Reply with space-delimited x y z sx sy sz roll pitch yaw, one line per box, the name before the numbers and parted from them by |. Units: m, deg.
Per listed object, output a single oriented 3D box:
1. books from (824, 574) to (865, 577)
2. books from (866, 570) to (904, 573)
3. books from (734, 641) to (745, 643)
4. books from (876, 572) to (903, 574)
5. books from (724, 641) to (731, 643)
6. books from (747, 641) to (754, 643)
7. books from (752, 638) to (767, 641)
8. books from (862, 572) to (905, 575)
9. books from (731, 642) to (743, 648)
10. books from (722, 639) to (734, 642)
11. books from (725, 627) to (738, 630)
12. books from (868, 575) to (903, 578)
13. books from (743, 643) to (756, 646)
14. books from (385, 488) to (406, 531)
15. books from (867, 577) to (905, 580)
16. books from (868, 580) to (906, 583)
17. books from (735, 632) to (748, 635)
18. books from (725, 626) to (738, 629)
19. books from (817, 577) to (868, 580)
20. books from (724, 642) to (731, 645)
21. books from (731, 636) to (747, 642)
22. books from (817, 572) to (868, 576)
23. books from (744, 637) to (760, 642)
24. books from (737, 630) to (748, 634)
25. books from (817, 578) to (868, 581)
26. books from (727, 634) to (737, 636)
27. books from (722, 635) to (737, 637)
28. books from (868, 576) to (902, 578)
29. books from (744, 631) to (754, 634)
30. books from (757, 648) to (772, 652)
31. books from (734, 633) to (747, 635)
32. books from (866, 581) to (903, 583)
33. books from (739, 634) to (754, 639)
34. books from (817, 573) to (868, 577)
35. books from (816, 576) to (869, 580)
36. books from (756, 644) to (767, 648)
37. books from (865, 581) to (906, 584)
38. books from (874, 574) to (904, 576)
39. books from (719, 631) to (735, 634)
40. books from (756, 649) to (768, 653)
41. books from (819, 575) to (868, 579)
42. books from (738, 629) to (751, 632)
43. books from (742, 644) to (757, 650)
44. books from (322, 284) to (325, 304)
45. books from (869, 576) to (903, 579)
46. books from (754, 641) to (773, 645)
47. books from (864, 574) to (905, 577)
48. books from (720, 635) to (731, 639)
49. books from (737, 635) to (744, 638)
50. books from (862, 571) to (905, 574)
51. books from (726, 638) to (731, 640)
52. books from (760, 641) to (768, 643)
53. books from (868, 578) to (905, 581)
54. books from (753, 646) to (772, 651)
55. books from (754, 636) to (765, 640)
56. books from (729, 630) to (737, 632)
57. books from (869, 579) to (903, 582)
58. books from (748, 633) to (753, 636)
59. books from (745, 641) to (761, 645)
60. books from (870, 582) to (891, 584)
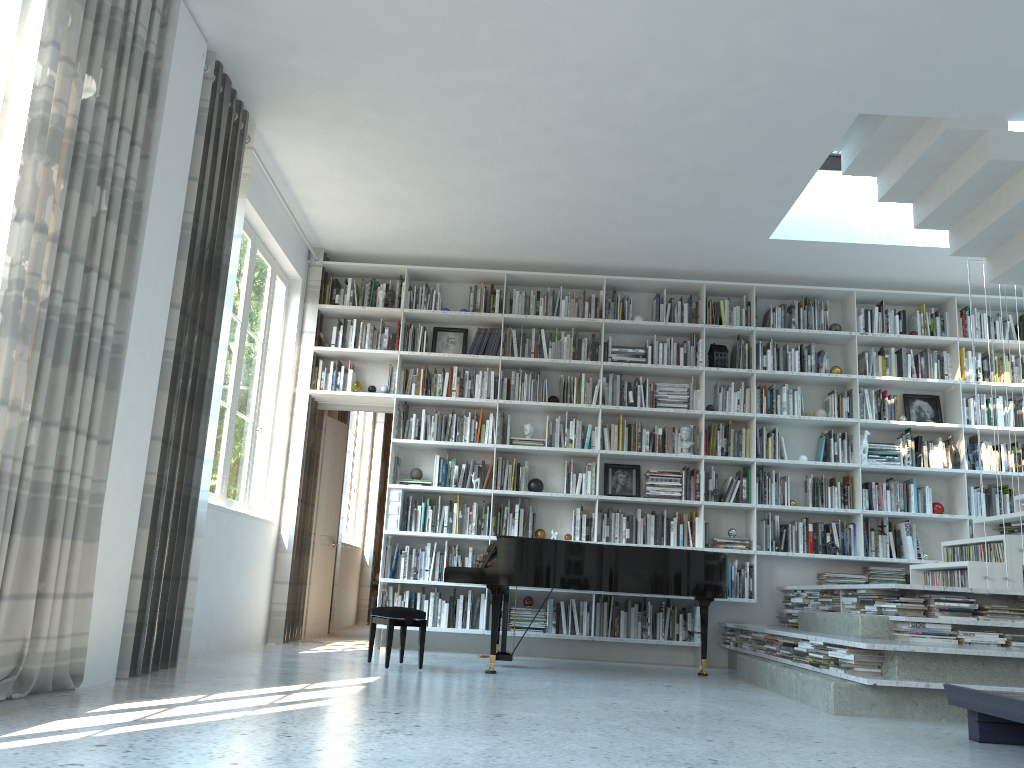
books | 2.652 1.545 7.133 0.308 0.008 0.195 3 -13 3
books | 2.988 1.510 7.133 0.254 0.005 0.161 4 -13 -4
books | 1.766 1.930 6.620 0.147 0.012 0.206 4 -13 -4
books | 2.987 1.521 7.133 0.254 0.005 0.161 2 -13 5
books | 1.761 2.013 6.903 0.155 0.009 0.233 4 -13 -4
books | 1.772 1.842 6.324 0.147 0.012 0.206 3 -13 2
books | 1.756 1.741 6.026 0.169 0.009 0.242 4 -13 -3
books | 2.984 1.525 7.131 0.285 0.005 0.160 4 -13 -3
books | 1.753 1.950 6.616 0.189 0.030 0.238 3 -13 1
books | 1.752 2.002 6.906 0.179 0.012 0.262 2 -13 4
books | 1.771 1.915 6.925 0.158 0.014 0.235 3 -13 -1
books | 2.983 1.548 7.133 0.254 0.005 0.161 3 -13 0
books | 1.759 1.861 6.319 0.172 0.014 0.221 3 -13 2
books | -0.944 1.032 7.208 0.106 0.339 0.307 3 -13 1
books | 2.985 1.565 7.132 0.285 0.007 0.160 3 -13 1
books | 2.983 1.583 7.116 0.285 0.007 0.160 4 -13 -4
books | 1.777 1.869 6.634 0.126 0.005 0.291 4 -13 -4
books | 1.765 1.904 6.927 0.157 0.007 0.269 2 -13 6
books | 2.651 1.567 7.128 0.345 0.007 0.194 3 -13 3
books | 1.762 2.024 6.901 0.171 0.015 0.242 3 -13 1
books | 1.747 1.910 6.625 0.191 0.028 0.213 2 -13 5
books | 2.653 1.531 7.136 0.345 0.007 0.194 3 -13 3
books | 1.757 1.825 6.327 0.171 0.020 0.194 2 -13 5
books | 1.782 1.860 6.636 0.135 0.014 0.298 3 -13 2
books | 2.651 1.574 7.124 0.345 0.007 0.194 4 -13 -2
books | 1.779 1.958 6.915 0.136 0.013 0.259 3 -13 -1
books | 1.755 1.968 6.913 0.188 0.009 0.211 3 -13 0
books | 2.982 1.553 7.130 0.285 0.005 0.160 3 -13 -1
books | 1.767 1.781 6.337 0.159 0.006 0.286 3 -13 3
books | 1.770 1.805 6.012 0.140 0.008 0.284 3 -13 -1
books | 1.767 1.875 6.633 0.160 0.009 0.292 3 -13 3
books | 2.983 1.592 7.123 0.254 0.007 0.161 3 -13 2
books | 1.755 1.808 6.331 0.180 0.015 0.295 3 -13 -1
books | 2.653 1.538 7.135 0.345 0.007 0.194 3 -13 -1
books | 2.652 1.558 7.121 0.345 0.007 0.194 4 -13 -4
books | 1.764 1.783 6.017 0.165 0.012 0.205 3 -13 1
books | 2.983 1.597 7.115 0.285 0.007 0.160 4 -13 -3
books | 2.983 1.538 7.136 0.285 0.005 0.160 3 -13 0
books | 1.748 1.944 6.919 0.191 0.013 0.244 4 -13 -3
books | 1.761 1.815 6.009 0.157 0.014 0.180 4 -13 -2
books | 2.652 1.553 7.131 0.345 0.007 0.194 3 -13 3
books | 1.778 1.844 6.640 0.137 0.018 0.201 2 -13 5
books | 1.751 1.880 6.315 0.177 0.026 0.231 2 -13 4
books | -1.616 -0.729 7.628 0.014 0.218 0.189 3 -13 1
books | 2.982 1.559 7.133 0.254 0.005 0.161 3 -13 1
books | 1.760 1.764 6.021 0.159 0.011 0.246 4 -13 -3
books | 2.983 1.543 7.135 0.285 0.005 0.160 3 -13 2
books | 1.752 1.978 6.911 0.177 0.012 0.279 4 -13 -3
books | 1.777 1.889 6.630 0.143 0.019 0.231 3 -13 2
books | 2.987 1.516 7.136 0.285 0.005 0.160 4 -13 -2
books | 1.776 1.994 6.907 0.122 0.008 0.291 4 -13 -4
books | 1.773 1.753 6.023 0.140 0.013 0.181 2 -13 4
books | 2.984 1.572 7.128 0.285 0.007 0.160 3 -13 2
books | 1.759 1.794 6.014 0.159 0.012 0.293 4 -13 -2
books | 1.750 1.729 6.029 0.182 0.016 0.199 2 -13 6
books | 1.784 1.931 6.921 0.133 0.017 0.231 3 -13 2
books | 2.984 1.578 7.126 0.254 0.007 0.161 3 -13 2
books | 1.779 1.793 6.334 0.130 0.018 0.256 2 -13 4
books | 1.773 1.851 6.322 0.149 0.007 0.301 3 -13 1
books | 2.982 1.603 7.114 0.254 0.007 0.161 4 -13 -3
